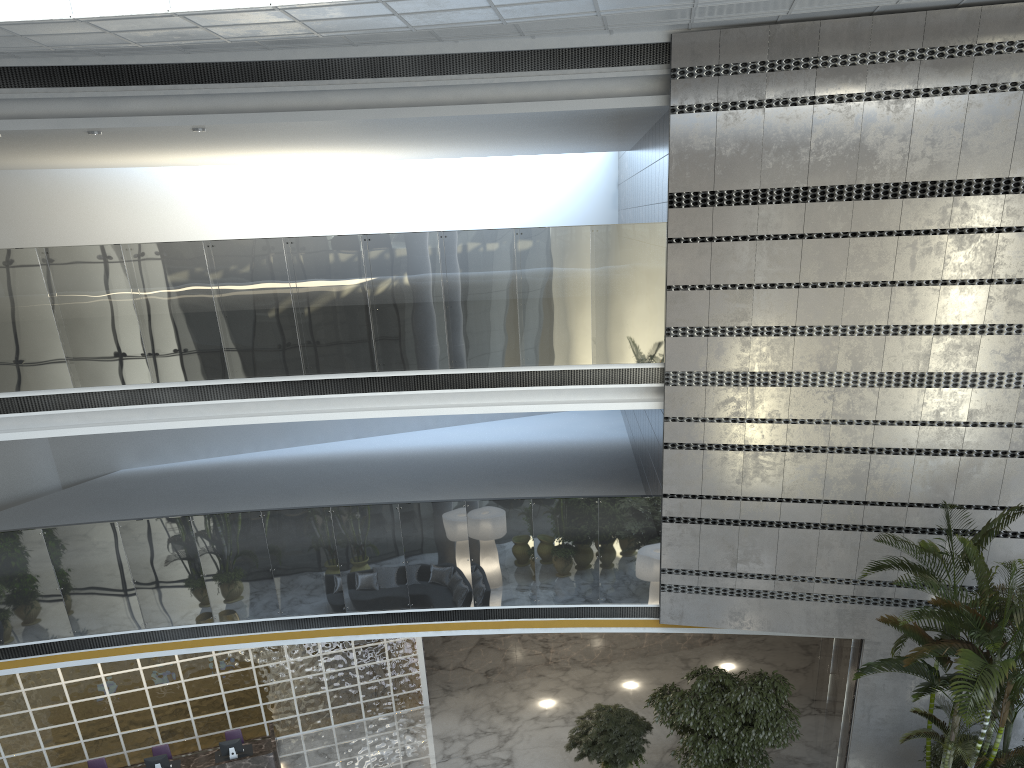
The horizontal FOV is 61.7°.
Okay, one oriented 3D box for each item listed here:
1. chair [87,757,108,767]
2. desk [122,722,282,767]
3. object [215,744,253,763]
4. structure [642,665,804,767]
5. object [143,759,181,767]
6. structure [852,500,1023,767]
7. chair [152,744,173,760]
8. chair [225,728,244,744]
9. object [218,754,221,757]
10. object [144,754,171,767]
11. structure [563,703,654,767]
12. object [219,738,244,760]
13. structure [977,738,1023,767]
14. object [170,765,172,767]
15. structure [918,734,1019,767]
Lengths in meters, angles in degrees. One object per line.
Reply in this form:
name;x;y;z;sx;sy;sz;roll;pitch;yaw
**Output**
chair;-5.712;5.527;11.888;0.257;0.646;0.311;-10;22;-18
desk;-5.007;5.548;12.329;3.157;0.783;1.452;-6;14;-18
object;-3.924;5.241;12.099;0.511;0.005;0.379;-6;11;-19
structure;2.823;4.703;11.443;1.594;2.180;1.883;-19;24;-39
object;-4.834;5.333;11.801;0.511;0.005;0.379;-6;11;-19
structure;4.783;3.589;9.156;2.368;5.136;2.358;6;23;23
chair;-4.928;5.447;12.144;0.257;0.646;0.311;-10;22;-18
chair;-3.997;5.353;12.449;0.257;0.646;0.311;-10;22;-18
object;-4.127;5.237;12.095;0.035;0.019;0.058;-7;13;-18
object;-4.829;5.192;11.677;0.291;0.325;0.103;-8;22;-17
structure;1.390;5.032;11.892;1.120;1.466;1.139;8;21;29
object;-3.919;5.100;11.975;0.291;0.325;0.103;-8;22;-17
structure;5.694;4.885;8.958;1.854;2.533;1.694;-2;19;3
object;-4.849;5.315;11.856;0.264;0.011;0.065;-6;12;-18
structure;5.664;5.018;10.463;1.120;1.705;1.281;-14;21;-28
